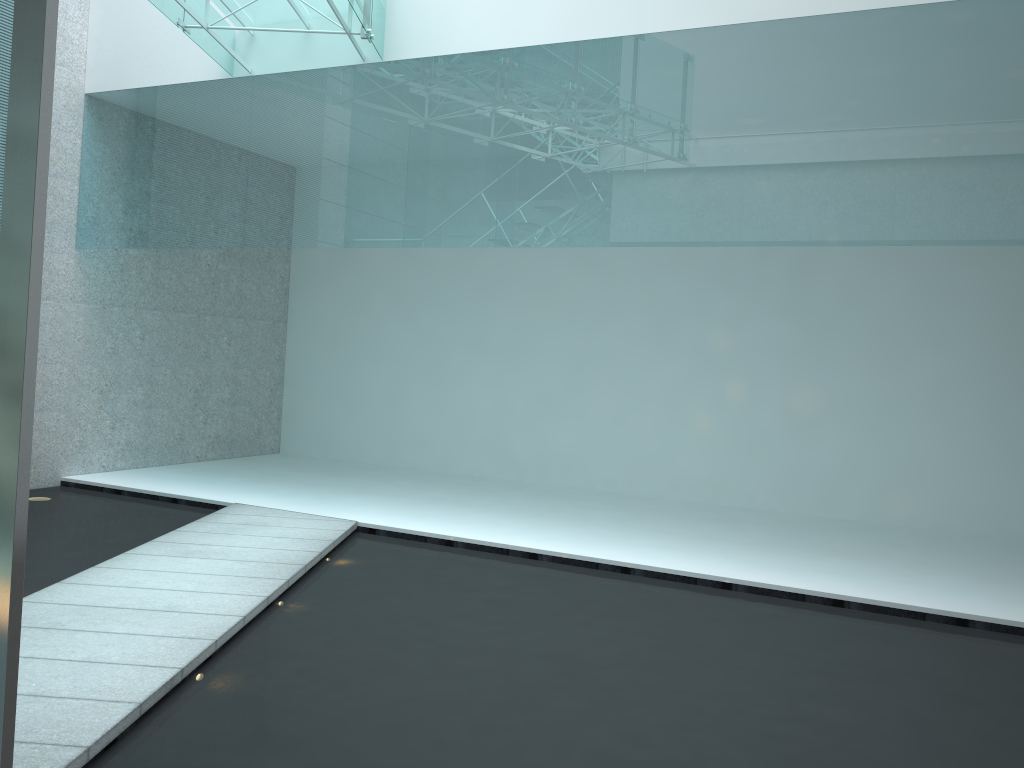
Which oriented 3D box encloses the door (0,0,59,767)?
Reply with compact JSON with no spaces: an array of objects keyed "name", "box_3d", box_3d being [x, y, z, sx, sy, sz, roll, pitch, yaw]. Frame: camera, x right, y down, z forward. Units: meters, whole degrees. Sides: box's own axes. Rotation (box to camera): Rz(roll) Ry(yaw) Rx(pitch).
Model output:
[{"name":"door","box_3d":[-1.334,-0.191,1.969,0.866,2.065,0.076,3,-1,25]}]
